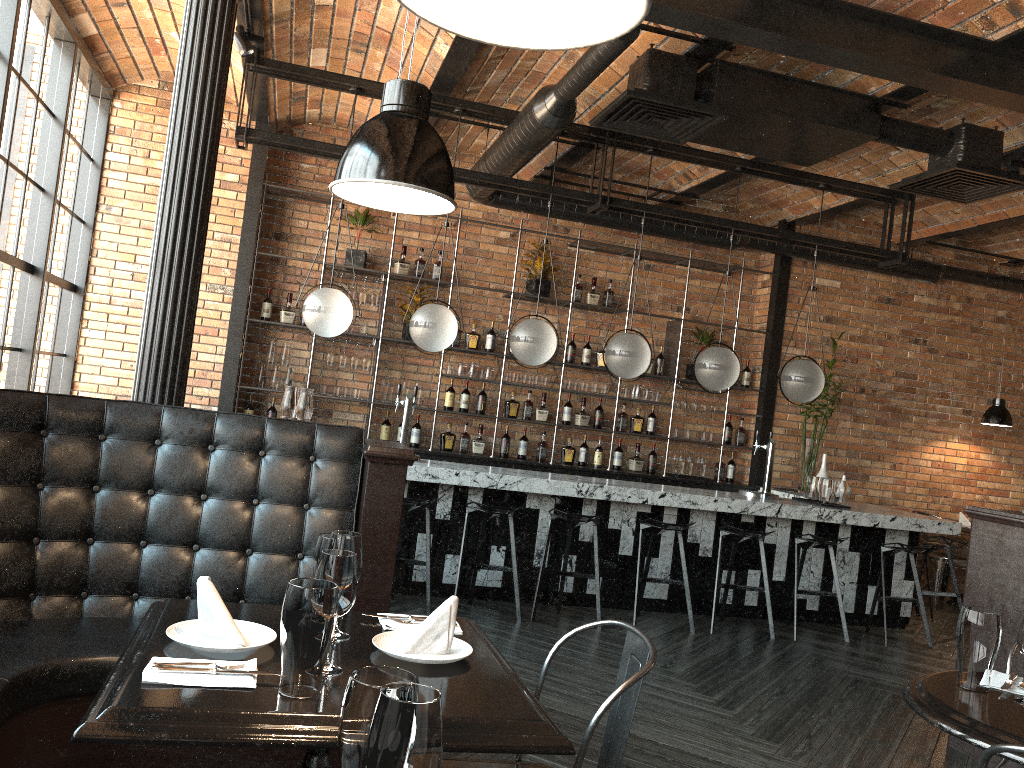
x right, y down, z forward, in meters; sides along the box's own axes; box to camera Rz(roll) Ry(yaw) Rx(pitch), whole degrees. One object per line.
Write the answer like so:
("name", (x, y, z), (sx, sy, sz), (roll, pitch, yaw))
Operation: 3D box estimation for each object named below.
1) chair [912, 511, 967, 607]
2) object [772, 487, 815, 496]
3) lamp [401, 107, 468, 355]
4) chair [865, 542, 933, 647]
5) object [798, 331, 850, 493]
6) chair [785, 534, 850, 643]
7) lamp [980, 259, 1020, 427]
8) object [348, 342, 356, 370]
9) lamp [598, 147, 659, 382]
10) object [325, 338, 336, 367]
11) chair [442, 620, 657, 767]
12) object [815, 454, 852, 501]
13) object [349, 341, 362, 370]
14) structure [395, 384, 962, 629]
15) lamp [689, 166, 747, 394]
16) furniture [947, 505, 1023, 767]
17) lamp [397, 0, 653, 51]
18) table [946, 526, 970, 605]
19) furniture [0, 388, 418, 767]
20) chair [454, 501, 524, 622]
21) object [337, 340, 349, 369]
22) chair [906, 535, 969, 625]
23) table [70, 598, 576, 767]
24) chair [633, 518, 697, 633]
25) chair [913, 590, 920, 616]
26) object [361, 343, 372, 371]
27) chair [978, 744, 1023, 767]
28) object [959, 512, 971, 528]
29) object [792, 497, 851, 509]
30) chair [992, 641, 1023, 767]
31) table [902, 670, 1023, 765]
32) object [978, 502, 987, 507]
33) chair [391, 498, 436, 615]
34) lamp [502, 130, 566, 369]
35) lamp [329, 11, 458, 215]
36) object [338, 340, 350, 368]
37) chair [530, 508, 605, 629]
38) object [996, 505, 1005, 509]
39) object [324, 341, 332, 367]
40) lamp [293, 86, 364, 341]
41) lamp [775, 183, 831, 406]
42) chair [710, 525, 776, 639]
("chair", (4.150, 1.686, 8.573), (0.558, 0.857, 0.504), (7, -2, -14))
("object", (2.779, 1.029, 8.381), (0.622, 0.014, 0.622), (9, -2, -42))
("lamp", (-0.466, -1.073, 6.240), (0.340, 1.754, 0.340), (6, -2, 32))
("chair", (2.829, 1.523, 6.576), (0.475, 0.737, 0.414), (8, -2, -24))
("object", (2.893, 0.269, 8.380), (0.584, 1.546, 0.673), (6, -2, 25))
("chair", (2.154, 1.434, 6.404), (0.475, 0.737, 0.414), (8, -2, -19))
("lamp", (4.880, -0.412, 8.773), (0.291, 1.653, 0.291), (8, -2, -39))
("object", (-1.412, -0.250, 7.927), (0.092, 0.244, 0.092), (7, -2, -9))
("lamp", (0.943, -0.888, 6.600), (0.340, 1.754, 0.340), (6, -2, 32))
("object", (-1.572, -0.276, 7.716), (0.092, 0.244, 0.092), (7, -2, -9))
("chair", (-0.010, 0.977, 2.041), (0.558, 0.857, 0.504), (7, -2, -9))
("object", (2.894, 0.841, 8.004), (0.316, 0.397, 0.319), (6, -2, 35))
("object", (-1.371, -0.250, 7.767), (0.092, 0.244, 0.092), (7, -2, -9))
("structure", (0.669, 0.925, 7.168), (5.346, 1.430, 1.930), (7, -2, -14))
("lamp", (1.647, -0.795, 6.780), (0.340, 1.754, 0.340), (6, -2, 32))
("furniture", (3.754, 1.260, 1.894), (1.979, 1.212, 5.451), (7, -2, -14))
("lamp", (0.105, -1.235, 0.971), (0.291, 1.653, 0.291), (7, -2, 11))
("table", (4.617, 1.798, 8.689), (0.872, 0.758, 0.872), (7, -2, -14))
("furniture", (-0.796, 0.662, 0.736), (1.979, 1.212, 5.451), (7, -2, -14))
("chair", (-0.177, 1.128, 5.809), (0.475, 0.737, 0.414), (8, -2, -19))
("object", (-1.507, -0.262, 7.903), (0.092, 0.244, 0.092), (7, -2, -9))
("chair", (3.467, 1.624, 7.292), (0.414, 0.737, 0.475), (7, -2, -9))
("table", (-0.449, 0.970, 1.962), (0.872, 0.758, 0.872), (7, -2, -14))
("chair", (0.997, 1.282, 6.109), (0.475, 0.737, 0.414), (8, -2, -19))
("chair", (3.323, 1.623, 7.858), (0.414, 0.737, 0.475), (8, -2, -19))
("object", (-1.271, -0.236, 7.792), (0.092, 0.244, 0.092), (7, -2, -9))
("chair", (1.156, 1.112, 1.748), (0.504, 0.857, 0.558), (6, -2, 31))
("object", (4.446, 1.330, 8.664), (0.232, 0.139, 0.232), (8, -2, -20))
("object", (2.464, 0.949, 7.079), (0.273, 0.019, 0.437), (7, -2, -14))
("chair", (1.672, 1.202, 2.627), (0.504, 0.857, 0.558), (6, -2, 41))
("table", (1.393, 1.205, 2.179), (0.866, 0.758, 0.866), (6, -2, 39))
("object", (4.669, 1.303, 8.820), (0.092, 0.244, 0.092), (7, -2, -9))
("chair", (-0.718, 1.057, 5.670), (0.475, 0.737, 0.414), (7, -2, -9))
("lamp", (0.238, -0.981, 6.420), (0.340, 1.754, 0.340), (6, -2, 32))
("lamp", (-0.168, -1.238, 2.039), (0.291, 1.653, 0.291), (6, -2, 31))
("object", (-1.466, -0.262, 7.743), (0.092, 0.244, 0.092), (7, -2, -9))
("chair", (0.381, 1.201, 5.951), (0.475, 0.737, 0.414), (7, -2, -4))
("object", (4.701, 1.299, 8.559), (0.092, 0.244, 0.092), (7, -2, -9))
("object", (-1.613, -0.276, 7.876), (0.092, 0.244, 0.092), (7, -2, -9))
("lamp", (-1.170, -1.166, 6.060), (0.340, 1.754, 0.340), (6, -2, 32))
("lamp", (2.351, -0.703, 6.960), (0.340, 1.754, 0.340), (6, -2, 32))
("chair", (1.592, 1.361, 6.261), (0.475, 0.737, 0.414), (7, -2, -9))
